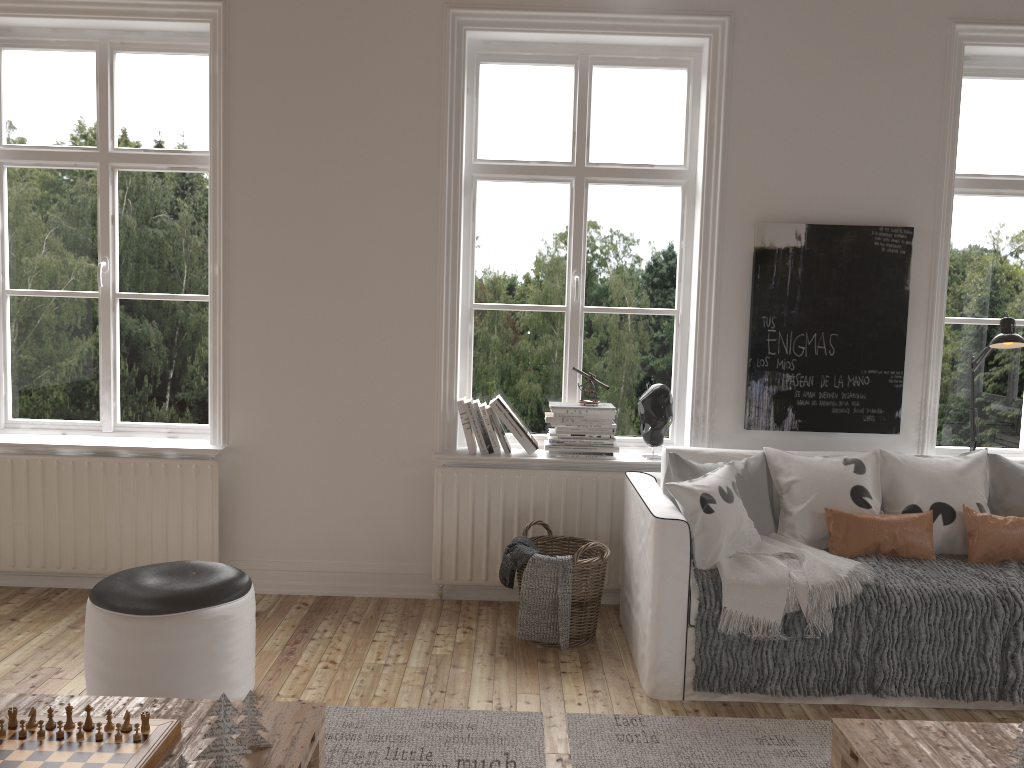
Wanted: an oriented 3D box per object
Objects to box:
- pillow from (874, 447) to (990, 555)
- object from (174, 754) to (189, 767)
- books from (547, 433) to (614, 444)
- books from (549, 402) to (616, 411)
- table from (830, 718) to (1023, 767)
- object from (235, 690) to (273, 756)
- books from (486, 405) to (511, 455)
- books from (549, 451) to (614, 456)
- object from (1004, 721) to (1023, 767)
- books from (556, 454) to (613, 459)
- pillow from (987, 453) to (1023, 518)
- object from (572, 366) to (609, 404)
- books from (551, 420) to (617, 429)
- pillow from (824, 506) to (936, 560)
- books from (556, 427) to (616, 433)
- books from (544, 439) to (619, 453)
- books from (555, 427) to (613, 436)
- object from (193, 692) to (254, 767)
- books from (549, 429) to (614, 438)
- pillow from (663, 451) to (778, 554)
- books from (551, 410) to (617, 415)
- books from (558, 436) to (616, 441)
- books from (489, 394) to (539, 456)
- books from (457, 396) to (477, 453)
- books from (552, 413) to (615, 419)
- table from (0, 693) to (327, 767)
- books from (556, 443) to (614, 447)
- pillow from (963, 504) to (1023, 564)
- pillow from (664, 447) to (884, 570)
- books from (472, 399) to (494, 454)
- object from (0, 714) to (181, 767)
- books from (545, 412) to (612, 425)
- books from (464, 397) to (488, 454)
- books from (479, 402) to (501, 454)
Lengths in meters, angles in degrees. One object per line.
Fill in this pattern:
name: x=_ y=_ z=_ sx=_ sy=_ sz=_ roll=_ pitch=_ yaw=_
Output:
pillow: x=1.938 y=0.503 z=3.378 sx=1.081 sy=0.450 sz=0.403 roll=4 pitch=6 yaw=24
object: x=-0.636 y=0.788 z=1.705 sx=0.082 sy=0.160 sz=0.082 roll=1 pitch=5 yaw=-11
books: x=0.309 y=0.249 z=4.045 sx=0.288 sy=0.016 sz=0.182 roll=2 pitch=5 yaw=0
books: x=0.314 y=0.101 z=4.004 sx=0.288 sy=0.016 sz=0.182 roll=2 pitch=5 yaw=0
table: x=1.411 y=1.062 z=1.918 sx=1.189 sy=0.300 sz=0.821 roll=2 pitch=5 yaw=0
object: x=-0.601 y=0.771 z=2.050 sx=0.075 sy=0.137 sz=0.079 roll=-3 pitch=7 yaw=-41
books: x=-0.060 y=0.202 z=4.025 sx=0.118 sy=0.213 sz=0.161 roll=2 pitch=5 yaw=0
books: x=0.309 y=0.303 z=4.025 sx=0.285 sy=0.012 sz=0.159 roll=2 pitch=5 yaw=0
object: x=1.157 y=0.817 z=1.983 sx=0.088 sy=0.161 sz=0.093 roll=3 pitch=5 yaw=9
books: x=0.324 y=0.316 z=4.030 sx=0.254 sy=0.012 sz=0.161 roll=2 pitch=5 yaw=0
pillow: x=2.124 y=0.512 z=3.454 sx=0.546 sy=0.437 sz=0.292 roll=5 pitch=6 yaw=33
object: x=0.353 y=0.006 z=3.978 sx=0.092 sy=0.161 sz=0.177 roll=-1 pitch=6 yaw=-32
books: x=0.322 y=0.179 z=4.039 sx=0.288 sy=0.016 sz=0.182 roll=2 pitch=5 yaw=0
pillow: x=1.396 y=0.585 z=3.355 sx=0.414 sy=0.220 sz=0.116 roll=2 pitch=5 yaw=1
books: x=0.330 y=0.197 z=4.027 sx=0.263 sy=0.017 sz=0.167 roll=2 pitch=5 yaw=0
books: x=0.313 y=0.282 z=4.033 sx=0.331 sy=0.025 sz=0.176 roll=2 pitch=5 yaw=0
books: x=0.323 y=0.212 z=4.020 sx=0.254 sy=0.012 sz=0.161 roll=2 pitch=5 yaw=0
object: x=-0.609 y=0.752 z=1.879 sx=0.111 sy=0.204 sz=0.118 roll=4 pitch=6 yaw=23
books: x=0.312 y=0.224 z=4.027 sx=0.285 sy=0.012 sz=0.159 roll=2 pitch=5 yaw=0
pillow: x=0.812 y=0.467 z=3.488 sx=0.541 sy=0.431 sz=0.282 roll=-1 pitch=6 yaw=-26
books: x=0.319 y=0.116 z=4.016 sx=0.288 sy=0.016 sz=0.182 roll=2 pitch=5 yaw=0
books: x=0.333 y=0.237 z=4.020 sx=0.256 sy=0.013 sz=0.161 roll=2 pitch=5 yaw=0
books: x=0.009 y=0.182 z=4.027 sx=0.226 sy=0.255 sz=0.176 roll=2 pitch=5 yaw=0
books: x=-0.203 y=0.183 z=4.033 sx=0.093 sy=0.239 sz=0.172 roll=2 pitch=5 yaw=0
books: x=0.320 y=0.135 z=4.019 sx=0.273 sy=0.021 sz=0.174 roll=2 pitch=5 yaw=0
table: x=-1.077 y=0.988 z=1.906 sx=1.189 sy=0.300 sz=0.821 roll=2 pitch=5 yaw=0
books: x=0.326 y=0.265 z=4.031 sx=0.254 sy=0.013 sz=0.161 roll=2 pitch=5 yaw=0
pillow: x=1.902 y=0.578 z=3.329 sx=0.414 sy=0.235 sz=0.117 roll=2 pitch=5 yaw=-1
pillow: x=1.003 y=0.481 z=3.405 sx=1.020 sy=0.414 sz=0.417 roll=0 pitch=5 yaw=-18
books: x=-0.128 y=0.190 z=4.026 sx=0.104 sy=0.232 sz=0.152 roll=2 pitch=5 yaw=0
object: x=-1.001 y=0.826 z=1.900 sx=0.429 sy=0.036 sz=0.429 roll=2 pitch=5 yaw=0
books: x=0.299 y=0.156 z=4.037 sx=0.296 sy=0.028 sz=0.180 roll=2 pitch=5 yaw=0
books: x=-0.160 y=0.188 z=4.023 sx=0.112 sy=0.235 sz=0.172 roll=2 pitch=5 yaw=0
books: x=-0.099 y=0.198 z=4.030 sx=0.101 sy=0.218 sz=0.161 roll=2 pitch=5 yaw=0
